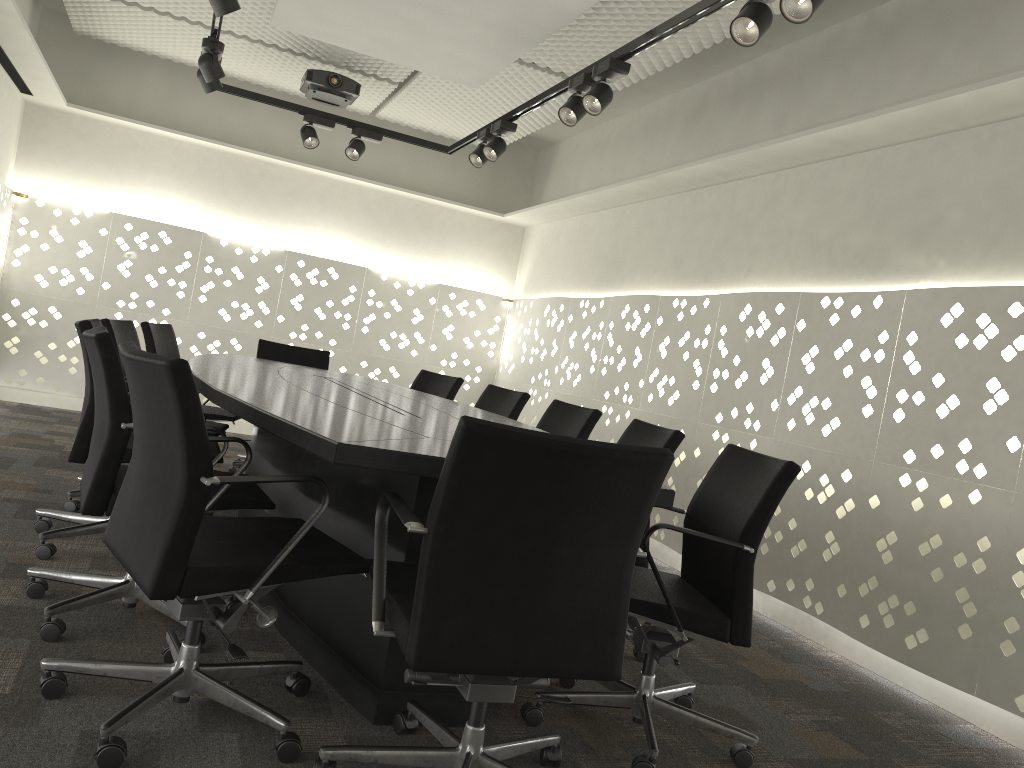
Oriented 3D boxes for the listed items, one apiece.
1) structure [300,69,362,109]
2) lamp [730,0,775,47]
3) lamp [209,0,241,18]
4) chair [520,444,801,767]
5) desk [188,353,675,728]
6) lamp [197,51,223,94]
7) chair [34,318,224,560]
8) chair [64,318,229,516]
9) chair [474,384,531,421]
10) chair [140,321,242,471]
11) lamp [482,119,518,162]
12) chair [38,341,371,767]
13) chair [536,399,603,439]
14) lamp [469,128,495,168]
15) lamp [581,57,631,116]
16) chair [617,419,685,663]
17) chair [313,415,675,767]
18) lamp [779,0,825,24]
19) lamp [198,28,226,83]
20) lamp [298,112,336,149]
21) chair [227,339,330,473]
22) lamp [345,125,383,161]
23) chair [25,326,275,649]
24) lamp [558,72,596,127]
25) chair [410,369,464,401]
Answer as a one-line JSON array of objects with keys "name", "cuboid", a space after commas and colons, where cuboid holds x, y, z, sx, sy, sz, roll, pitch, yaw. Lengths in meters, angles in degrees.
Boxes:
[{"name": "structure", "cuboid": [-1.111, -1.798, 5.404, 0.327, 0.144, 0.371, 10, 1, -21]}, {"name": "lamp", "cuboid": [0.698, -1.072, 2.506, 0.126, 0.224, 0.213, 10, 1, -18]}, {"name": "lamp", "cuboid": [-1.015, -1.401, 3.143, 0.126, 0.224, 0.213, 10, 1, -18]}, {"name": "chair", "cuboid": [0.367, 0.509, 2.232, 0.579, 0.757, 0.559, 11, 1, -2]}, {"name": "desk", "cuboid": [-0.645, 0.354, 3.330, 1.223, 0.658, 3.364, 10, 1, -21]}, {"name": "lamp", "cuboid": [-1.445, -1.499, 4.267, 0.126, 0.224, 0.213, 10, 1, -18]}, {"name": "chair", "cuboid": [-1.279, 0.189, 3.033, 0.579, 0.757, 0.559, 10, 1, -17]}, {"name": "chair", "cuboid": [-1.464, 0.145, 3.642, 0.579, 0.757, 0.559, 10, 1, -7]}, {"name": "chair", "cuboid": [-0.260, 0.361, 4.157, 0.579, 0.757, 0.559, 10, 1, -22]}, {"name": "chair", "cuboid": [-1.597, 0.109, 4.367, 0.579, 0.757, 0.559, 11, 1, -2]}, {"name": "lamp", "cuboid": [-0.074, -1.247, 4.521, 0.126, 0.224, 0.213, 10, 1, -18]}, {"name": "chair", "cuboid": [-0.631, 0.328, 1.905, 0.579, 0.757, 0.559, 10, 1, -32]}, {"name": "chair", "cuboid": [0.013, 0.422, 3.548, 0.579, 0.757, 0.559, 10, 1, -17]}, {"name": "lamp", "cuboid": [-0.154, -1.266, 4.729, 0.126, 0.224, 0.213, 10, 1, -18]}, {"name": "lamp", "cuboid": [0.347, -1.151, 3.422, 0.126, 0.224, 0.213, 10, 1, -18]}, {"name": "chair", "cuboid": [0.221, 0.471, 2.907, 0.579, 0.757, 0.559, 10, 1, -7]}, {"name": "chair", "cuboid": [-0.050, 0.439, 1.748, 0.559, 0.757, 0.579, 10, 1, -17]}, {"name": "lamp", "cuboid": [0.778, -1.053, 2.298, 0.126, 0.224, 0.213, 10, 1, -18]}, {"name": "lamp", "cuboid": [-1.365, -1.480, 4.059, 0.126, 0.224, 0.213, 10, 1, -18]}, {"name": "lamp", "cuboid": [-1.129, -1.453, 5.077, 0.213, 0.224, 0.126, 10, 1, -18]}, {"name": "chair", "cuboid": [-1.248, 0.164, 4.997, 0.559, 0.757, 0.579, 10, 1, -17]}, {"name": "lamp", "cuboid": [-0.871, -1.406, 5.190, 0.214, 0.224, 0.118, 10, 1, -33]}, {"name": "chair", "cuboid": [-0.960, 0.258, 2.420, 0.579, 0.757, 0.559, 10, 1, -22]}, {"name": "lamp", "cuboid": [0.267, -1.170, 3.630, 0.126, 0.224, 0.213, 10, 1, -18]}, {"name": "chair", "cuboid": [-0.608, 0.287, 4.743, 0.579, 0.757, 0.559, 10, 1, -32]}]
